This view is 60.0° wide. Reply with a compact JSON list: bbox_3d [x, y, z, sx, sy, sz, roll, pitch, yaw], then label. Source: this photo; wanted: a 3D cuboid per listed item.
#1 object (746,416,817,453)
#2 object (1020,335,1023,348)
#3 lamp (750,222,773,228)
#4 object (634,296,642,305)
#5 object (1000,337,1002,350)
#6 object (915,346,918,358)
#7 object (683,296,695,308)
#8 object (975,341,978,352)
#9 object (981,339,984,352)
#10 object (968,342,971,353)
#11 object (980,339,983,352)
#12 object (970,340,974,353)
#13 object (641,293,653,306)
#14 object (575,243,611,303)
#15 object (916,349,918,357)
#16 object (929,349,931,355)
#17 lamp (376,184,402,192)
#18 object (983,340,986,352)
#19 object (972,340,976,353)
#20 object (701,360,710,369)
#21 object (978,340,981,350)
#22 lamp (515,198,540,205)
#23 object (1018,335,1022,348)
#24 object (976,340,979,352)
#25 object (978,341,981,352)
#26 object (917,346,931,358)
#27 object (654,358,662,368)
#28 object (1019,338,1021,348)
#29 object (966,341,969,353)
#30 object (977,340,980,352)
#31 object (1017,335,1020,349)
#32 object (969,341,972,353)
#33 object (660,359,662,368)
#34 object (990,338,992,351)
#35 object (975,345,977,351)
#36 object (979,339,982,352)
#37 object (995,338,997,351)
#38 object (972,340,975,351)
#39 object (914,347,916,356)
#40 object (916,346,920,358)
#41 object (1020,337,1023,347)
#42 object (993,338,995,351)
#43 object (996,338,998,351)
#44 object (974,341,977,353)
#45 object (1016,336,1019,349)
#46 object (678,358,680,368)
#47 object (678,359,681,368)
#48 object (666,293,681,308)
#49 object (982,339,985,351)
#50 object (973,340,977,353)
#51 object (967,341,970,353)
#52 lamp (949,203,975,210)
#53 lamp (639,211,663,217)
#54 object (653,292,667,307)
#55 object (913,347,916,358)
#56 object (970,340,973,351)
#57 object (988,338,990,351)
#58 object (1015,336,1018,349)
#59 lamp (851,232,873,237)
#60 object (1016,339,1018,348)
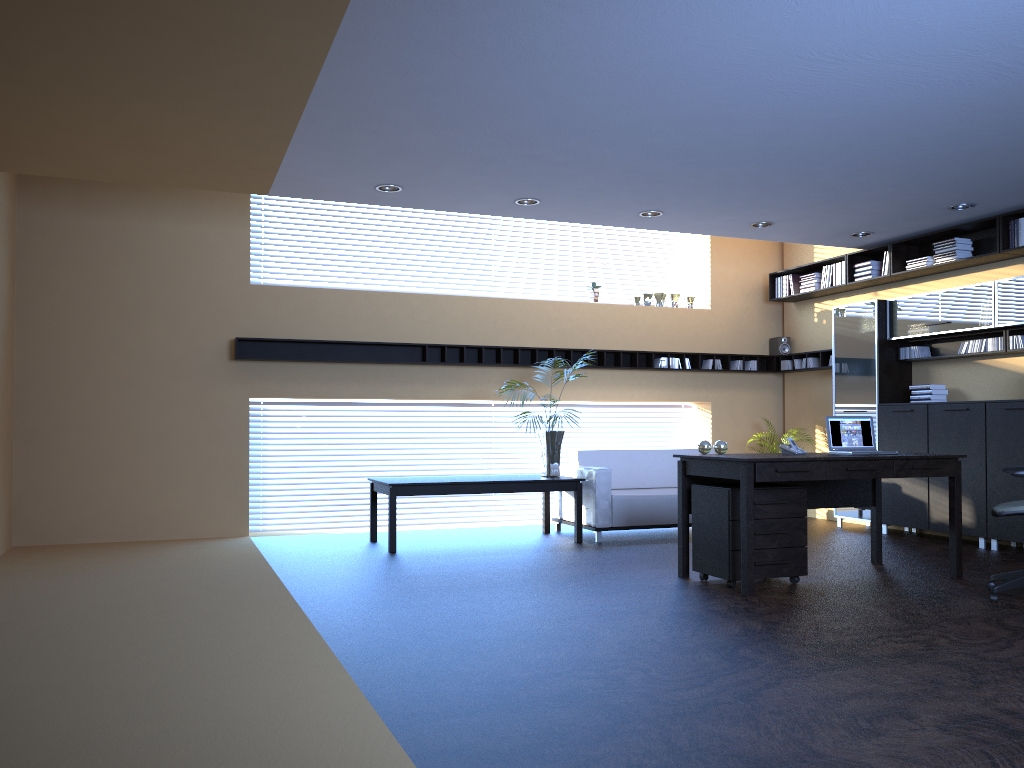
[{"bbox_3d":[3.186,0.983,10.461,0.841,1.240,0.689,0,-2,12],"label":"object"},{"bbox_3d":[4.577,-0.372,7.875,0.142,0.118,0.040,1,-2,-21],"label":"object"},{"bbox_3d":[2.384,-1.564,8.462,0.208,0.096,0.209,2,-3,-39],"label":"lamp"},{"bbox_3d":[1.505,-0.986,10.633,0.089,0.113,0.094,-1,-2,14],"label":"object"},{"bbox_3d":[4.498,-0.364,8.065,0.142,0.120,0.009,1,-1,-21],"label":"object"},{"bbox_3d":[4.146,-0.320,8.978,0.142,0.120,0.030,1,-2,-21],"label":"object"},{"bbox_3d":[2.175,-0.992,10.892,0.124,0.149,0.118,1,-2,-21],"label":"object"},{"bbox_3d":[4.406,-0.352,8.306,0.140,0.116,0.036,1,-2,-21],"label":"object"},{"bbox_3d":[4.430,-0.355,8.251,0.142,0.118,0.040,1,-2,-21],"label":"object"},{"bbox_3d":[4.379,-0.349,8.382,0.140,0.116,0.036,1,-2,-21],"label":"object"},{"bbox_3d":[4.427,-0.355,8.261,0.142,0.118,0.040,1,-2,-21],"label":"object"},{"bbox_3d":[4.386,-0.350,8.353,0.142,0.118,0.040,1,-2,-21],"label":"object"},{"bbox_3d":[1.628,-1.007,10.680,0.133,0.159,0.126,0,-2,-1],"label":"object"},{"bbox_3d":[1.002,-1.286,10.448,0.437,0.695,0.352,1,-2,-42],"label":"object"},{"bbox_3d":[4.153,-0.320,8.970,0.142,0.120,0.030,1,-2,-21],"label":"object"},{"bbox_3d":[4.165,-0.321,8.947,0.140,0.116,0.036,1,-2,-21],"label":"object"},{"bbox_3d":[-0.993,-1.623,7.158,0.209,0.096,0.208,1,-3,-21],"label":"lamp"},{"bbox_3d":[4.436,-0.356,8.231,0.142,0.118,0.040,1,-2,-21],"label":"object"},{"bbox_3d":[4.396,-0.351,8.335,0.142,0.118,0.040,1,-2,-21],"label":"object"},{"bbox_3d":[2.348,-0.234,10.737,0.040,0.118,0.142,0,-2,-21],"label":"object"},{"bbox_3d":[4.416,-0.353,8.288,0.142,0.118,0.040,1,-2,-21],"label":"object"},{"bbox_3d":[0.132,-1.604,7.593,0.209,0.096,0.208,-2,-3,39],"label":"lamp"},{"bbox_3d":[4.572,-0.372,7.889,0.142,0.120,0.030,1,-2,-21],"label":"object"},{"bbox_3d":[4.406,-0.353,8.296,0.142,0.118,0.040,1,-2,-21],"label":"object"},{"bbox_3d":[4.423,-0.354,8.280,0.142,0.118,0.040,1,-2,-21],"label":"object"},{"bbox_3d":[4.159,-0.320,8.945,0.142,0.118,0.040,1,-2,-21],"label":"object"},{"bbox_3d":[1.719,-0.245,10.495,0.040,0.118,0.142,0,-2,-21],"label":"object"},{"bbox_3d":[4.569,-0.372,7.887,0.140,0.117,0.026,1,-1,-21],"label":"object"},{"bbox_3d":[4.369,-0.348,8.400,0.142,0.118,0.040,1,-2,-21],"label":"object"},{"bbox_3d":[4.411,-0.353,8.286,0.140,0.116,0.036,1,-2,-21],"label":"object"},{"bbox_3d":[4.565,-0.372,7.897,0.142,0.120,0.030,1,-2,-21],"label":"object"},{"bbox_3d":[4.380,-0.349,8.372,0.140,0.116,0.036,1,-2,-21],"label":"object"},{"bbox_3d":[1.742,-0.246,10.502,0.009,0.120,0.142,0,-2,-21],"label":"object"},{"bbox_3d":[4.459,-0.360,8.158,0.142,0.120,0.009,1,-1,-21],"label":"object"},{"bbox_3d":[4.408,-0.352,8.307,0.142,0.118,0.040,1,-2,-21],"label":"object"},{"bbox_3d":[4.420,-0.354,8.268,0.142,0.118,0.040,1,-2,-21],"label":"object"},{"bbox_3d":[4.479,-0.362,8.112,0.142,0.120,0.009,1,-1,-21],"label":"object"},{"bbox_3d":[4.394,-0.350,8.345,0.140,0.116,0.036,1,-2,-21],"label":"object"},{"bbox_3d":[4.141,-0.320,8.987,0.140,0.117,0.026,1,-1,-21],"label":"object"},{"bbox_3d":[4.150,-0.321,8.958,0.142,0.120,0.030,1,-2,-21],"label":"object"},{"bbox_3d":[4.575,-0.372,7.874,0.140,0.116,0.036,1,-2,-21],"label":"object"},{"bbox_3d":[4.470,-0.361,8.130,0.142,0.120,0.009,1,-1,-21],"label":"object"},{"bbox_3d":[4.484,-0.362,8.103,0.142,0.120,0.009,1,-1,-21],"label":"object"},{"bbox_3d":[4.400,-0.352,8.314,0.140,0.116,0.036,1,-2,-21],"label":"object"},{"bbox_3d":[4.560,-0.371,7.906,0.142,0.120,0.030,1,-2,-21],"label":"object"},{"bbox_3d":[1.967,-0.240,10.595,0.041,0.122,0.142,0,-2,-21],"label":"object"},{"bbox_3d":[1.968,-0.240,10.593,0.040,0.118,0.142,0,-2,-21],"label":"object"},{"bbox_3d":[1.962,-1.008,10.810,0.144,0.173,0.137,1,-2,-31],"label":"object"},{"bbox_3d":[4.430,-0.355,8.240,0.140,0.116,0.036,1,-2,-21],"label":"object"},{"bbox_3d":[4.402,-0.351,8.327,0.142,0.118,0.040,1,-2,-21],"label":"object"},{"bbox_3d":[4.372,-0.348,8.391,0.142,0.118,0.040,1,-2,-21],"label":"object"},{"bbox_3d":[3.944,-1.598,7.772,0.208,0.096,0.209,1,-3,-27],"label":"lamp"},{"bbox_3d":[1.258,-1.584,8.027,0.209,0.096,0.208,-2,-3,39],"label":"lamp"},{"bbox_3d":[1.794,-1.011,10.748,0.137,0.173,0.144,-1,-2,29],"label":"object"},{"bbox_3d":[4.137,-0.319,9.008,0.142,0.120,0.009,1,-1,-21],"label":"object"},{"bbox_3d":[4.386,-0.350,8.363,0.140,0.116,0.036,1,-2,-21],"label":"object"},{"bbox_3d":[4.454,-0.358,8.189,0.142,0.120,0.009,1,-1,-21],"label":"object"},{"bbox_3d":[4.551,-0.370,7.936,0.142,0.120,0.009,1,-1,-21],"label":"object"},{"bbox_3d":[3.509,-1.544,8.896,0.208,0.096,0.209,0,-2,-3],"label":"lamp"},{"bbox_3d":[4.559,-0.371,7.917,0.140,0.117,0.026,1,-1,-21],"label":"object"}]
